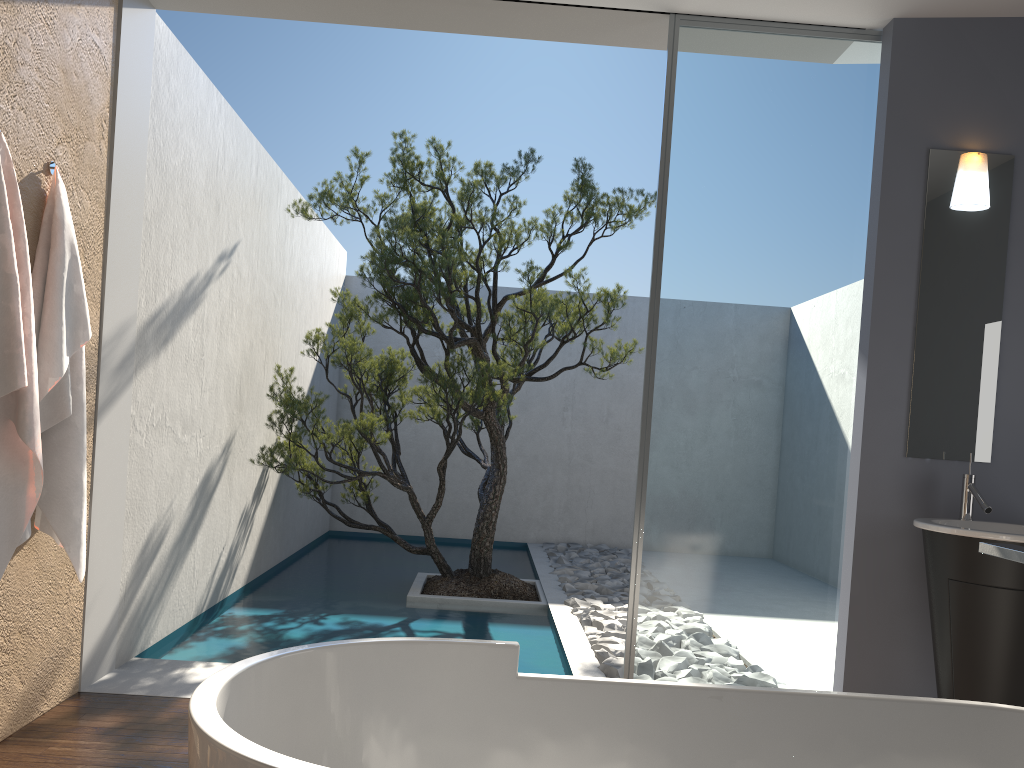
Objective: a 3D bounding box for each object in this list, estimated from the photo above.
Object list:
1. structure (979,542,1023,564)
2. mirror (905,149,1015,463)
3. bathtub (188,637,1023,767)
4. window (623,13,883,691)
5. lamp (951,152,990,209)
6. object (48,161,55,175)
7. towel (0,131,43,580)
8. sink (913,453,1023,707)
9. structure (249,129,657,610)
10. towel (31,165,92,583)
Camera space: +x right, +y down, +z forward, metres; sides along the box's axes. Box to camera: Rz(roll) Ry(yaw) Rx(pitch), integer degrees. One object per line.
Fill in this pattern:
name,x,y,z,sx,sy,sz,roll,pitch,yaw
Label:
structure,0.741,0.787,1.256,0.224,1.088,0.282,4,1,31
mirror,1.850,-0.319,3.652,0.354,1.271,0.012,4,1,-2
bathtub,0.448,0.975,1.677,2.099,0.712,0.913,4,-1,-2
window,1.501,0.015,3.769,1.885,3.005,0.021,4,1,-2
lamp,1.891,-0.834,3.608,0.157,0.214,0.057,4,1,-2
object,-1.647,-0.776,3.178,0.019,0.046,0.046,4,-1,-1
towel,-1.620,-0.032,2.842,0.181,1.543,0.400,4,1,5
sink,1.814,0.887,3.275,0.647,1.251,0.645,4,0,-20
structure,-0.457,0.042,6.514,2.588,3.471,2.518,4,0,-8
towel,-1.620,-0.028,3.189,0.174,1.509,0.417,4,1,2
